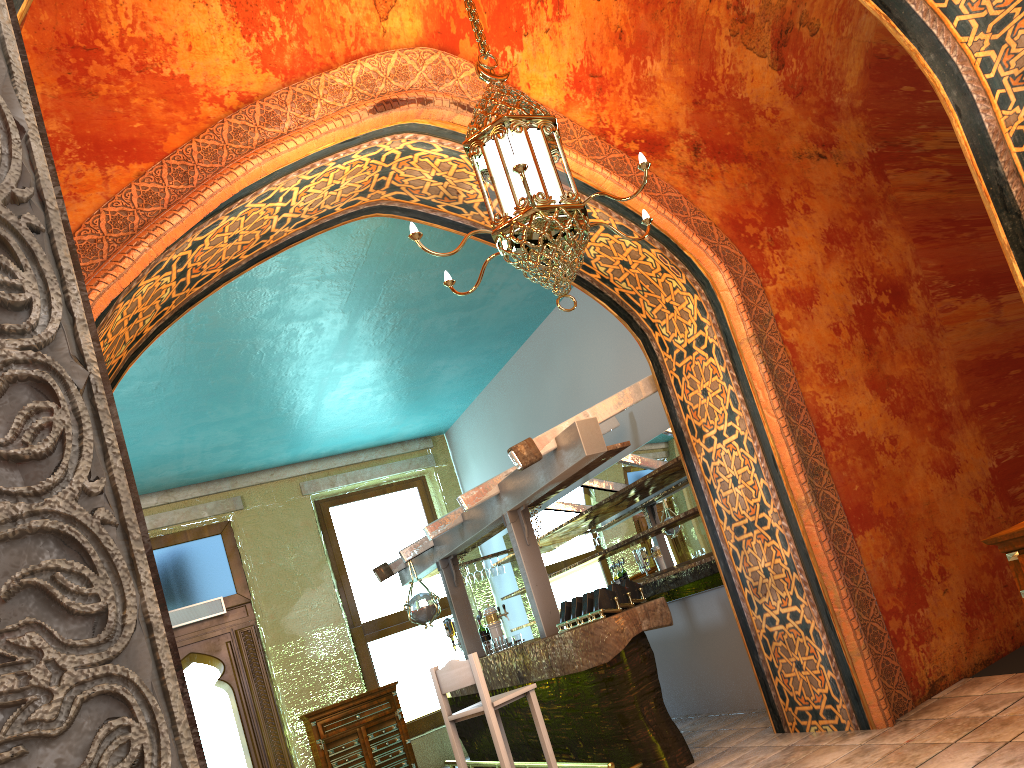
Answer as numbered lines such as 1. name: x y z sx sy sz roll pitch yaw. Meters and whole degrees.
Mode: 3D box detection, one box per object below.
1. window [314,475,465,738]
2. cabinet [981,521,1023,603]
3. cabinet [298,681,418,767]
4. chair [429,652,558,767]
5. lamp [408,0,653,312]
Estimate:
1. window: -1.464 3.029 11.705 1.687 3.362 0.081 -13 -9 -32
2. cabinet: 2.781 0.907 3.399 0.542 1.032 1.387 -14 -13 -27
3. cabinet: -1.844 4.523 10.530 1.226 1.281 0.567 -12 -11 -31
4. chair: -0.083 2.621 6.304 0.463 1.314 0.546 -24 -10 35
5. lamp: -0.073 -1.438 4.192 1.416 2.325 1.036 -13 -10 -30
